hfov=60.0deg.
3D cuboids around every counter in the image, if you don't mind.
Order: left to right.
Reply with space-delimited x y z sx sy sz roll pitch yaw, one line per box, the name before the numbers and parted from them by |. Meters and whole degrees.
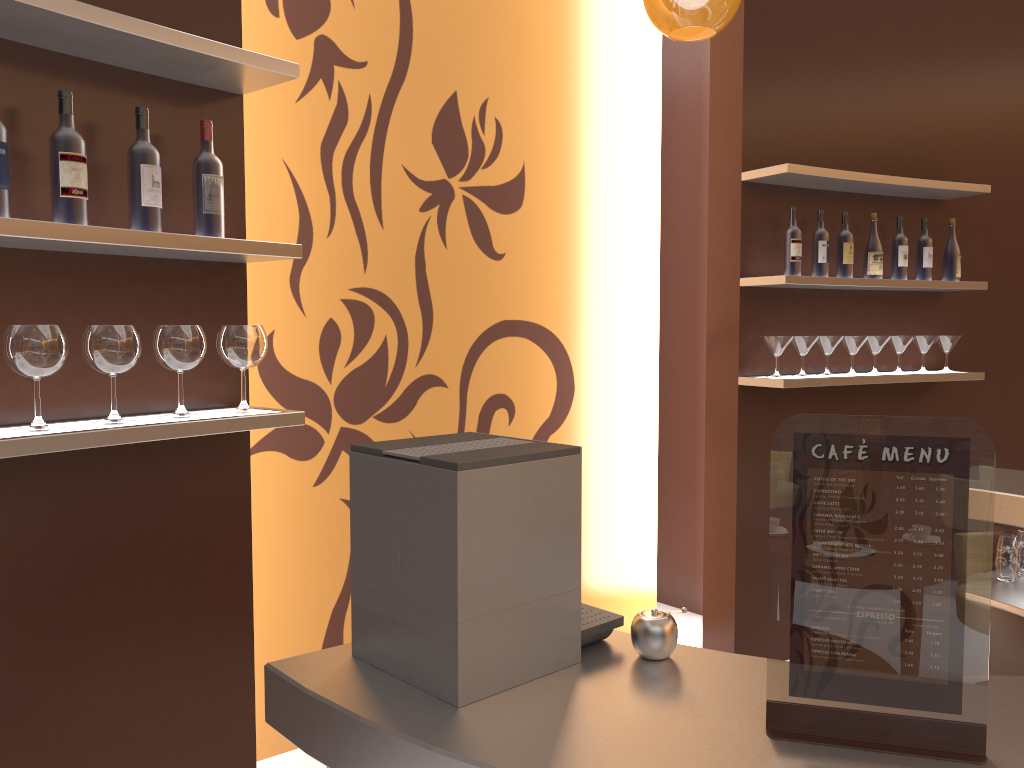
counter | 1.218 0.958 1.825 2.917 1.100 1.586 -3 5 -43

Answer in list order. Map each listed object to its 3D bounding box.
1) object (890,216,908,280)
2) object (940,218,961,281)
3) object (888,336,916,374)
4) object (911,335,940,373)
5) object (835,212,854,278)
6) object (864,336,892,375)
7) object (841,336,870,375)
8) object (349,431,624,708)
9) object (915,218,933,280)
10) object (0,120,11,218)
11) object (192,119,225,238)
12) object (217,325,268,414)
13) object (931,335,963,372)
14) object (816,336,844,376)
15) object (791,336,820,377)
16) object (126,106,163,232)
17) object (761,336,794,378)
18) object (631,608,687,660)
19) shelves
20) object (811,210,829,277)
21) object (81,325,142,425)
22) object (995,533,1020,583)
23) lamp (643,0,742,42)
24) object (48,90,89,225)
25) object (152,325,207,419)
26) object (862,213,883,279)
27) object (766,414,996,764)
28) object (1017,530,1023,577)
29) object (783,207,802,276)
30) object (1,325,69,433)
object | 1.777 -0.617 4.068 0.073 0.297 0.073 3 5 40
object | 2.083 -0.631 4.204 0.086 0.303 0.086 1 4 17
object | 1.797 -0.137 4.116 0.137 0.174 0.137 -2 4 -23
object | 1.940 -0.141 4.180 0.137 0.174 0.137 2 4 27
object | 1.468 -0.607 3.913 0.073 0.297 0.073 0 4 0
object | 1.658 -0.132 4.050 0.137 0.174 0.137 -2 4 -23
object | 1.529 -0.128 3.980 0.137 0.174 0.137 -2 4 -23
object | -0.028 0.262 1.435 0.373 0.340 0.270 -3 5 -43
object | 1.921 -0.622 4.134 0.073 0.297 0.073 3 5 40
object | -1.047 -0.468 1.771 0.073 0.297 0.073 1 4 12
object | -0.744 -0.493 2.169 0.073 0.297 0.073 1 4 12
object | -0.686 -0.039 2.261 0.125 0.221 0.125 2 4 27
object | 2.081 -0.145 4.245 0.137 0.174 0.137 -2 4 -23
object | 1.391 -0.125 3.911 0.137 0.174 0.137 -2 4 -23
object | 1.257 -0.120 3.833 0.137 0.174 0.137 -2 4 -33
object | -0.846 -0.485 2.040 0.073 0.297 0.073 0 4 0
object | 1.123 -0.115 3.756 0.137 0.174 0.137 -2 4 -33
object | 0.227 0.395 1.412 0.075 0.077 0.075 -2 4 -29
shelves | 0.281 -0.386 2.861 4.744 0.902 0.586 -3 5 -40
object | 1.333 -0.602 3.835 0.073 0.297 0.073 3 5 40
object | -0.899 -0.022 1.998 0.125 0.221 0.125 2 4 27
object | 1.564 0.550 2.799 0.067 0.148 0.067 2 4 28
lamp | 0.541 -1.798 2.616 0.299 1.500 0.299 1 4 20
object | -0.951 -0.476 1.901 0.073 0.297 0.073 1 4 12
object | -0.798 -0.031 2.135 0.125 0.221 0.125 2 4 27
object | 1.631 -0.618 4.005 0.086 0.303 0.086 -1 4 -14
object | 0.454 0.246 1.107 0.258 0.414 0.052 1 4 16
object | 1.659 0.546 2.860 0.067 0.148 0.067 0 4 1
object | 1.186 -0.596 3.748 0.073 0.297 0.073 3 5 40
object | -0.998 -0.013 1.862 0.125 0.221 0.125 2 4 27
